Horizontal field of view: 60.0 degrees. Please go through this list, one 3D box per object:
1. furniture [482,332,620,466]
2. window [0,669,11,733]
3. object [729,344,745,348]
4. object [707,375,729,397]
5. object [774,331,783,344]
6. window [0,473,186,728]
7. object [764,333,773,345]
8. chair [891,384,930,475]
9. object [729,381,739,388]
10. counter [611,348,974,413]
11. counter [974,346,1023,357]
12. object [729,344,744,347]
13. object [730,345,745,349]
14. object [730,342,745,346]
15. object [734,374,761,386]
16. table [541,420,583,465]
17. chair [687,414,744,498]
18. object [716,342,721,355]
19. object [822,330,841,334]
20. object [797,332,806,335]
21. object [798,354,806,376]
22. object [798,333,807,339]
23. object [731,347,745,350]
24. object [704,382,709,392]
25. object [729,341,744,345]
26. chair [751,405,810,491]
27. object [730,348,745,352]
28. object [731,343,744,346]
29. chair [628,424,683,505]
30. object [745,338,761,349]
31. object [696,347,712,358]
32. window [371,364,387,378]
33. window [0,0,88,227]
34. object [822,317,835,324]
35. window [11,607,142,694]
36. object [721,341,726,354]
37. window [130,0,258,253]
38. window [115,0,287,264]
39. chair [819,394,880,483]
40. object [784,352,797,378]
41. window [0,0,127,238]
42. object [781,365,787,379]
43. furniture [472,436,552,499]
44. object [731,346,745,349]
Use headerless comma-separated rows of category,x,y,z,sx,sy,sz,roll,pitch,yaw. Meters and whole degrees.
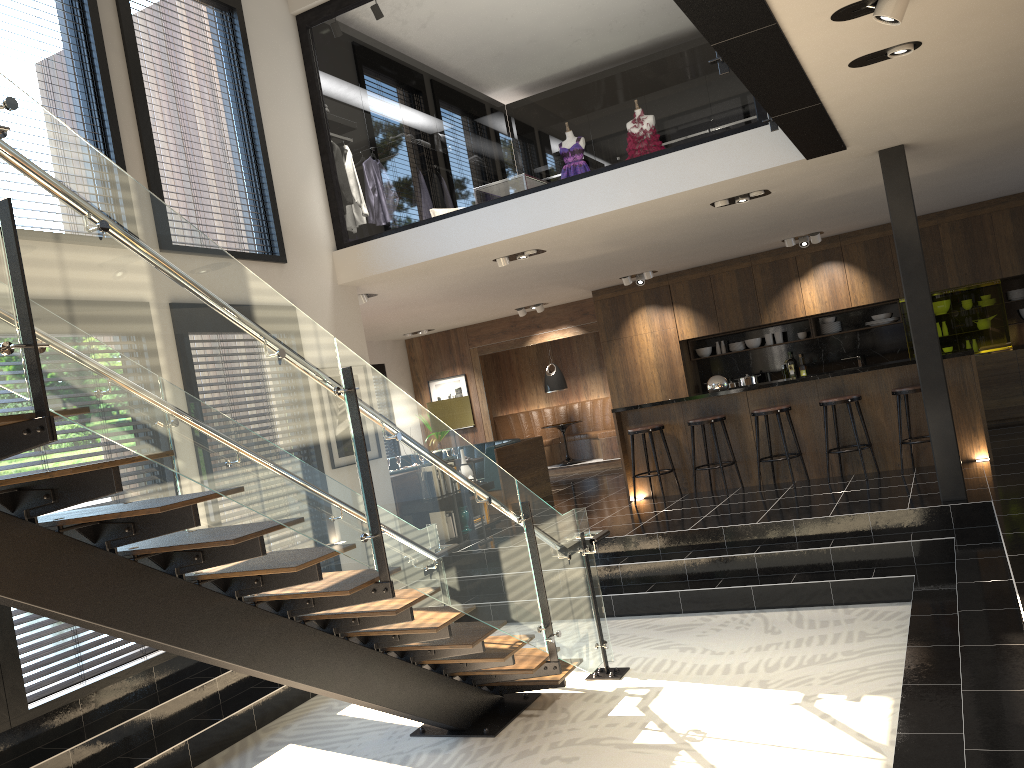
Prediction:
furniture,0.932,0.142,14.950,2.641,2.335,1.173,-10,-1,26
window,-3.516,0.794,4.407,0.358,2.475,1.497,-10,-1,26
object,3.220,-0.528,12.670,0.221,0.033,0.220,-11,-1,23
object,2.173,0.020,9.356,0.227,0.228,0.227,-10,-1,-13
object,3.731,-0.645,12.395,0.109,0.161,0.109,-11,-1,39
window,-2.863,0.704,5.748,0.358,2.475,1.497,-10,-1,26
object,3.613,-0.623,12.454,0.109,0.161,0.109,-10,-1,9
chair,3.825,0.414,8.294,0.413,0.799,0.412,-10,-1,35
object,3.111,0.029,12.539,0.210,0.143,0.195,-10,-1,-16
counter,2.819,-0.018,9.244,3.577,0.041,0.697,-11,-1,26
counter,4.717,-0.149,11.805,4.596,0.005,0.862,-11,-1,26
object,3.218,-0.539,12.670,0.221,0.033,0.220,-11,-1,23
object,3.222,-0.516,12.670,0.221,0.033,0.220,-11,-1,23
object,3.214,-0.561,12.670,0.221,0.033,0.220,-11,-1,23
object,3.282,-0.035,12.321,0.300,0.218,0.279,-10,-1,-31
table,0.875,0.970,14.528,0.702,0.643,0.702,-10,-1,1
chair,2.078,0.741,9.170,0.413,0.799,0.412,-10,-1,35
object,2.975,-0.517,12.799,0.060,0.185,0.060,-10,0,-32
object,4.388,-0.706,12.174,0.269,0.024,0.269,-10,-1,-26
object,4.020,-0.679,12.278,0.122,0.072,0.122,-9,-1,-38
object,4.058,-0.223,12.397,0.077,0.395,0.077,-10,0,-22
object,4.024,-0.655,12.277,0.122,0.072,0.122,-9,-1,-38
object,3.226,-0.494,12.669,0.221,0.033,0.220,-11,-1,23
object,2.918,0.028,12.734,0.255,0.218,0.236,-10,-1,-16
object,3.212,-0.573,12.670,0.221,0.033,0.220,-11,-1,23
chair,2.660,0.632,8.878,0.413,0.799,0.412,-10,-1,35
object,3.228,-0.481,12.669,0.221,0.033,0.220,-11,-1,23
object,3.216,-0.549,12.670,0.221,0.033,0.220,-11,-1,23
chair,1.495,0.850,9.463,0.413,0.799,0.412,-10,-1,35
object,3.429,-0.570,12.574,0.233,0.138,0.234,-9,-1,-44
object,2.798,-0.454,12.890,0.234,0.138,0.233,-11,-1,29
window,-2.389,0.862,14.191,0.313,2.373,1.504,-10,-1,26
window,-3.395,-2.099,5.856,0.005,2.297,1.220,-10,-1,26
object,4.357,-0.866,12.176,0.168,0.087,0.168,-9,-1,-44
window,-2.922,0.715,5.787,0.005,2.297,1.312,-10,-1,26
object,3.041,-0.530,12.766,0.060,0.185,0.060,-10,0,-5
window,-2.703,-2.195,7.277,0.005,2.297,1.220,-10,-1,26
window,-2.644,-2.206,7.239,0.358,2.475,1.392,-10,-1,26
chair,3.243,0.523,8.586,0.413,0.799,0.412,-10,-1,35
object,3.910,-0.224,12.461,0.133,0.451,0.116,-10,0,26
window,-3.336,-2.110,5.817,0.358,2.475,1.392,-10,-1,26
object,3.834,-0.127,12.501,0.058,0.287,0.057,-10,0,39
furniture,-0.979,1.319,11.794,2.612,0.822,1.364,-11,-1,26
object,3.224,-0.506,12.669,0.221,0.033,0.220,-11,-1,23
